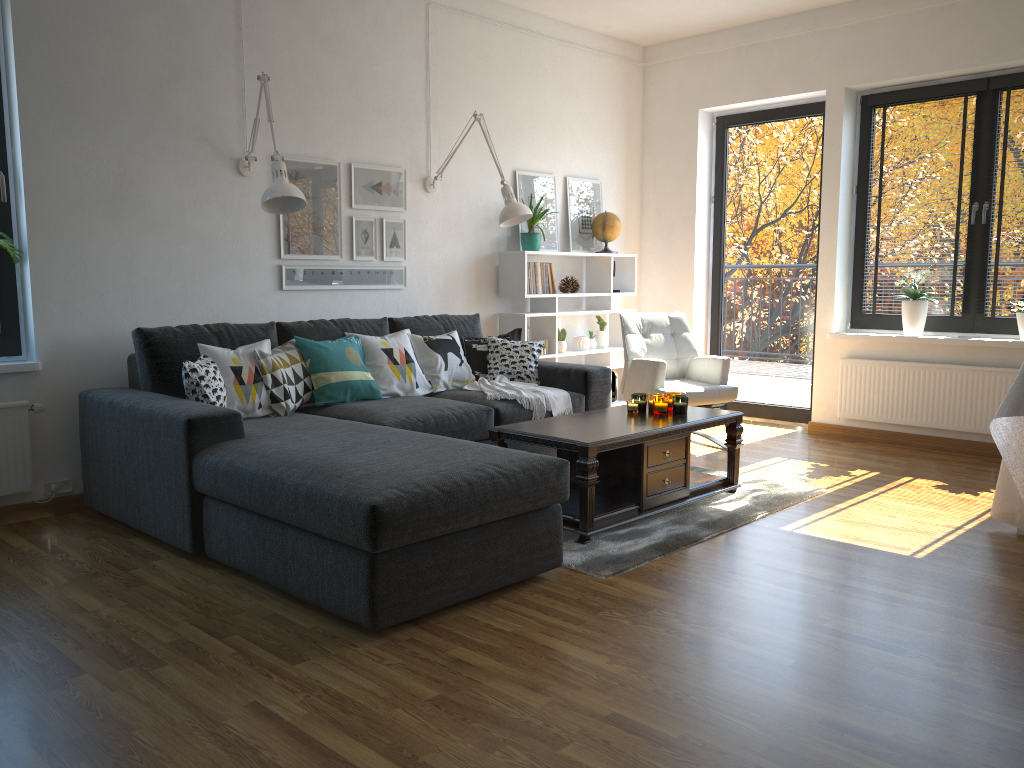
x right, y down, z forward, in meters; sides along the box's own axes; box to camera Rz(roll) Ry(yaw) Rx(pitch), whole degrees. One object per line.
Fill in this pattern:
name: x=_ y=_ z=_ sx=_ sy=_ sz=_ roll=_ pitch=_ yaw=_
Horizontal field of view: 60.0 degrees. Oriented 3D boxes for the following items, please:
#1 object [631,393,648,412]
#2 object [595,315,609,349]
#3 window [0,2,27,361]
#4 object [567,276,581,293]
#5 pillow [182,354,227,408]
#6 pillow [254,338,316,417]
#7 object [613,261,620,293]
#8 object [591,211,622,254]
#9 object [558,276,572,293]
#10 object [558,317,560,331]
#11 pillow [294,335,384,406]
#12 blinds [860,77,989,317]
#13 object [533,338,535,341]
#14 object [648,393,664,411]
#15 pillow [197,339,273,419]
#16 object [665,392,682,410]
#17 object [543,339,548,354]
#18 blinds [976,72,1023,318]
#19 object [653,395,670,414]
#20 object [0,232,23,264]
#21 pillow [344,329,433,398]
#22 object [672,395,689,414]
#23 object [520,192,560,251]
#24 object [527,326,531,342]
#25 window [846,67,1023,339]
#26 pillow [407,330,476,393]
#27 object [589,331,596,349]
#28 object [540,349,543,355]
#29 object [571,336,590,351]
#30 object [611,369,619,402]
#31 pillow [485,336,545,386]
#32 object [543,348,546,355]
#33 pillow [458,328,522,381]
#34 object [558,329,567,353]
object: x=0.614 y=0.088 z=4.278 sx=0.079 sy=0.081 sz=0.079 roll=6 pitch=9 yaw=39
object: x=0.655 y=-0.376 z=6.420 sx=0.098 sy=0.236 sz=0.097 roll=5 pitch=9 yaw=31
window: x=-15.235 y=0.715 z=9.001 sx=13.965 sy=18.406 sz=24.348 roll=-6 pitch=9 yaw=-39
object: x=0.427 y=-0.692 z=6.179 sx=0.101 sy=0.125 sz=0.096 roll=-4 pitch=8 yaw=-30
pillow: x=-1.297 y=0.035 z=3.751 sx=0.160 sy=0.320 sz=0.333 roll=-1 pitch=7 yaw=-10
pillow: x=-1.096 y=-0.024 z=4.185 sx=0.242 sy=0.363 sz=0.453 roll=1 pitch=7 yaw=11
object: x=0.754 y=-0.789 z=6.528 sx=0.066 sy=0.231 sz=0.075 roll=3 pitch=8 yaw=24
object: x=0.680 y=-1.090 z=6.384 sx=0.217 sy=0.306 sz=0.215 roll=-4 pitch=8 yaw=-28
object: x=0.369 y=-0.686 z=6.124 sx=0.102 sy=0.127 sz=0.094 roll=0 pitch=7 yaw=0
object: x=0.311 y=-0.348 z=6.178 sx=0.051 sy=0.238 sz=0.051 roll=-4 pitch=9 yaw=-28
pillow: x=-0.861 y=-0.077 z=4.408 sx=0.272 sy=0.341 sz=0.414 roll=7 pitch=10 yaw=43
blinds: x=2.577 y=-1.144 z=5.603 sx=0.710 sy=1.425 sz=0.049 roll=7 pitch=10 yaw=44
object: x=0.150 y=-0.256 z=5.956 sx=0.062 sy=0.108 sz=0.062 roll=7 pitch=10 yaw=44
object: x=0.693 y=0.088 z=4.277 sx=0.079 sy=0.081 sz=0.079 roll=6 pitch=9 yaw=39
pillow: x=-1.209 y=-0.018 z=3.965 sx=0.172 sy=0.344 sz=0.359 roll=7 pitch=10 yaw=43
object: x=0.785 y=0.084 z=4.313 sx=0.079 sy=0.081 sz=0.079 roll=6 pitch=9 yaw=39
object: x=0.224 y=-0.250 z=5.941 sx=0.039 sy=0.099 sz=0.039 roll=6 pitch=10 yaw=40
blinds: x=3.094 y=-1.084 z=5.102 sx=0.710 sy=1.425 sz=0.049 roll=7 pitch=10 yaw=44
object: x=0.704 y=0.099 z=4.190 sx=0.079 sy=0.081 sz=0.079 roll=6 pitch=9 yaw=39
object: x=-2.248 y=-0.397 z=3.527 sx=0.447 sy=0.676 sz=0.656 roll=5 pitch=9 yaw=35
pillow: x=-0.617 y=-0.092 z=4.661 sx=0.285 sy=0.369 sz=0.436 roll=7 pitch=10 yaw=44
object: x=0.798 y=0.096 z=4.210 sx=0.079 sy=0.081 sz=0.079 roll=6 pitch=9 yaw=39
object: x=0.130 y=-1.057 z=5.828 sx=0.387 sy=0.372 sz=0.423 roll=4 pitch=8 yaw=31
object: x=0.074 y=-0.293 z=5.885 sx=0.108 sy=0.198 sz=0.108 roll=-5 pitch=9 yaw=-34
window: x=11.527 y=0.151 z=13.575 sx=21.827 sy=18.406 sz=12.949 roll=-2 pitch=8 yaw=-16
pillow: x=-0.372 y=-0.125 z=4.900 sx=0.265 sy=0.319 sz=0.381 roll=7 pitch=10 yaw=44
object: x=0.568 y=-0.318 z=6.350 sx=0.072 sy=0.137 sz=0.072 roll=3 pitch=8 yaw=24
object: x=0.122 y=-0.235 z=5.882 sx=0.176 sy=0.084 sz=0.078 roll=1 pitch=7 yaw=12
object: x=0.483 y=-0.286 z=6.243 sx=0.134 sy=0.098 sz=0.132 roll=2 pitch=7 yaw=14
object: x=0.730 y=0.006 z=6.560 sx=0.126 sy=0.247 sz=0.118 roll=-6 pitch=9 yaw=-38
pillow: x=0.020 y=-0.118 z=5.082 sx=0.358 sy=0.313 sz=0.169 roll=-1 pitch=7 yaw=-5
object: x=0.207 y=-0.217 z=5.903 sx=0.040 sy=0.044 sz=0.040 roll=-3 pitch=8 yaw=-19
pillow: x=-0.148 y=-0.144 z=5.164 sx=0.449 sy=0.359 sz=0.233 roll=-3 pitch=8 yaw=-19
object: x=0.326 y=-0.296 z=6.014 sx=0.088 sy=0.173 sz=0.087 roll=-4 pitch=9 yaw=-30
